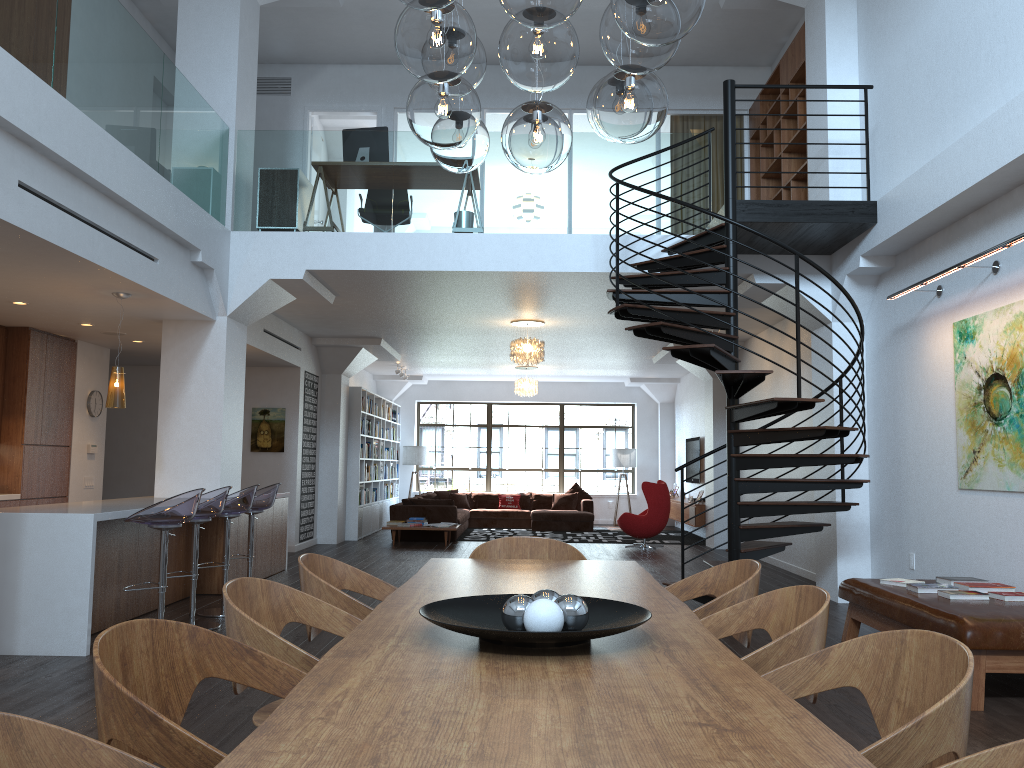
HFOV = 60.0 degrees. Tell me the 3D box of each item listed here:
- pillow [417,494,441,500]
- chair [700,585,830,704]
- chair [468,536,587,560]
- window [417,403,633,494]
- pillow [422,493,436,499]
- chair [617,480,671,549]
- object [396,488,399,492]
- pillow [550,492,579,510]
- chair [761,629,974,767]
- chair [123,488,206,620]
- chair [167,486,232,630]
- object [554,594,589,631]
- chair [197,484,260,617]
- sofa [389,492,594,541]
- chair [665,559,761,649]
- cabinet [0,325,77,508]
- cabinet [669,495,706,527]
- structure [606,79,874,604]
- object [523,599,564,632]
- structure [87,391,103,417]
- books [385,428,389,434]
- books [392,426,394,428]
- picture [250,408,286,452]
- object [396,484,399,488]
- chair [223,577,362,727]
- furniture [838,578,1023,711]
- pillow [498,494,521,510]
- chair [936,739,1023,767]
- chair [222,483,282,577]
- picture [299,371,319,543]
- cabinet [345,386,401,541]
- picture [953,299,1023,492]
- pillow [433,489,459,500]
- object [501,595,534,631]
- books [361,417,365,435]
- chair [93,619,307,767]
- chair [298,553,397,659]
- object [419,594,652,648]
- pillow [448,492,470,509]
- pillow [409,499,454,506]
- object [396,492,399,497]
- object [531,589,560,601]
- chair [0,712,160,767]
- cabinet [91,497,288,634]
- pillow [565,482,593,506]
[{"bbox_3d":[-1.307,2.002,14.524,0.269,0.411,0.559,6,-7,-43],"label":"pillow"},{"bbox_3d":[0.633,1.020,2.619,0.618,0.833,0.629,0,-5,2],"label":"chair"},{"bbox_3d":[0.080,1.156,4.146,0.629,0.833,0.618,1,-5,-4],"label":"chair"},{"bbox_3d":[0.288,1.386,19.110,4.648,1.905,0.114,1,-5,1],"label":"window"},{"bbox_3d":[-1.395,2.155,15.945,0.325,0.391,0.625,-1,-6,17],"label":"pillow"},{"bbox_3d":[2.004,1.956,13.433,0.801,1.006,0.798,-2,-6,26],"label":"chair"},{"bbox_3d":[-2.501,2.176,18.149,0.331,0.088,0.410,1,-5,1],"label":"object"},{"bbox_3d":[1.032,2.307,17.448,0.542,0.362,0.248,-1,-6,22],"label":"pillow"},{"bbox_3d":[0.642,0.950,1.858,0.618,0.833,0.629,1,-5,1],"label":"chair"},{"bbox_3d":[-2.279,1.186,5.788,0.481,1.014,0.530,0,-5,3],"label":"chair"},{"bbox_3d":[-2.298,1.245,6.417,0.481,1.014,0.530,1,-5,-1],"label":"chair"},{"bbox_3d":[0.146,0.584,2.252,0.100,0.100,0.100,6,-7,-44],"label":"object"},{"bbox_3d":[-2.272,1.304,7.051,0.481,1.014,0.530,1,-5,-1],"label":"chair"},{"bbox_3d":[-0.176,2.336,15.969,3.481,0.664,4.197,1,-5,1],"label":"sofa"},{"bbox_3d":[0.650,1.090,3.384,0.617,0.830,0.629,1,-5,1],"label":"chair"},{"bbox_3d":[-5.088,0.514,6.917,0.598,2.499,5.299,1,-5,1],"label":"cabinet"},{"bbox_3d":[3.104,2.263,16.038,0.459,0.350,4.501,1,-5,1],"label":"cabinet"},{"bbox_3d":[1.759,-0.318,7.089,1.998,4.352,1.998,5,-7,-38],"label":"structure"},{"bbox_3d":[0.078,0.579,2.177,0.100,0.100,0.100,6,-7,-44],"label":"object"},{"bbox_3d":[-4.714,0.225,10.030,0.040,0.300,0.300,1,-5,1],"label":"structure"},{"bbox_3d":[-2.461,0.968,17.162,0.140,0.231,0.042,1,-5,1],"label":"books"},{"bbox_3d":[-2.452,0.994,17.754,0.176,0.290,0.036,1,-5,0],"label":"books"},{"bbox_3d":[-3.319,0.625,12.065,0.450,0.600,0.030,1,-5,1],"label":"picture"},{"bbox_3d":[-2.508,2.089,18.157,0.316,0.088,0.410,1,-5,1],"label":"object"},{"bbox_3d":[-0.563,1.007,2.631,0.618,0.833,0.629,1,-5,1],"label":"chair"},{"bbox_3d":[2.720,1.486,5.310,0.907,0.453,1.819,1,-5,1],"label":"furniture"},{"bbox_3d":[-0.049,2.341,17.580,0.465,0.308,0.220,1,-5,-3],"label":"pillow"},{"bbox_3d":[0.619,0.877,1.082,0.618,0.833,0.629,1,-5,1],"label":"chair"},{"bbox_3d":[-2.264,1.362,7.679,0.481,1.014,0.530,0,-5,3],"label":"chair"},{"bbox_3d":[-2.893,1.033,12.675,0.021,2.380,0.800,1,-5,1],"label":"picture"},{"bbox_3d":[-2.597,1.450,16.192,0.461,2.414,4.500,1,-5,1],"label":"cabinet"},{"bbox_3d":[3.202,0.102,5.862,0.010,1.200,1.095,1,-5,1],"label":"picture"},{"bbox_3d":[-1.251,2.290,17.557,0.580,0.418,0.334,3,-6,-26],"label":"pillow"},{"bbox_3d":[0.022,0.589,2.264,0.100,0.100,0.100,6,-7,-44],"label":"object"},{"bbox_3d":[-2.481,0.683,14.413,0.176,0.290,0.053,1,-5,1],"label":"books"},{"bbox_3d":[-0.573,0.936,1.870,0.618,0.833,0.629,1,-5,1],"label":"chair"},{"bbox_3d":[-0.534,1.080,3.408,0.618,0.833,0.629,1,-5,-1],"label":"chair"},{"bbox_3d":[0.059,0.612,2.268,0.592,0.066,0.592,5,-7,-41],"label":"object"},{"bbox_3d":[-1.061,2.302,17.456,0.489,0.337,0.238,4,-6,-30],"label":"pillow"},{"bbox_3d":[-1.273,2.019,14.255,0.750,0.364,0.289,1,-5,0],"label":"pillow"},{"bbox_3d":[-2.502,2.264,18.141,0.331,0.088,0.410,1,-5,1],"label":"object"},{"bbox_3d":[0.090,0.591,2.337,0.100,0.100,0.100,6,-7,-44],"label":"object"},{"bbox_3d":[-0.583,0.865,1.106,0.618,0.833,0.629,1,-5,1],"label":"chair"},{"bbox_3d":[-3.006,1.461,7.727,0.898,0.796,4.493,1,-5,1],"label":"cabinet"},{"bbox_3d":[1.241,2.242,17.617,0.651,0.587,0.335,3,-6,-20],"label":"pillow"}]
